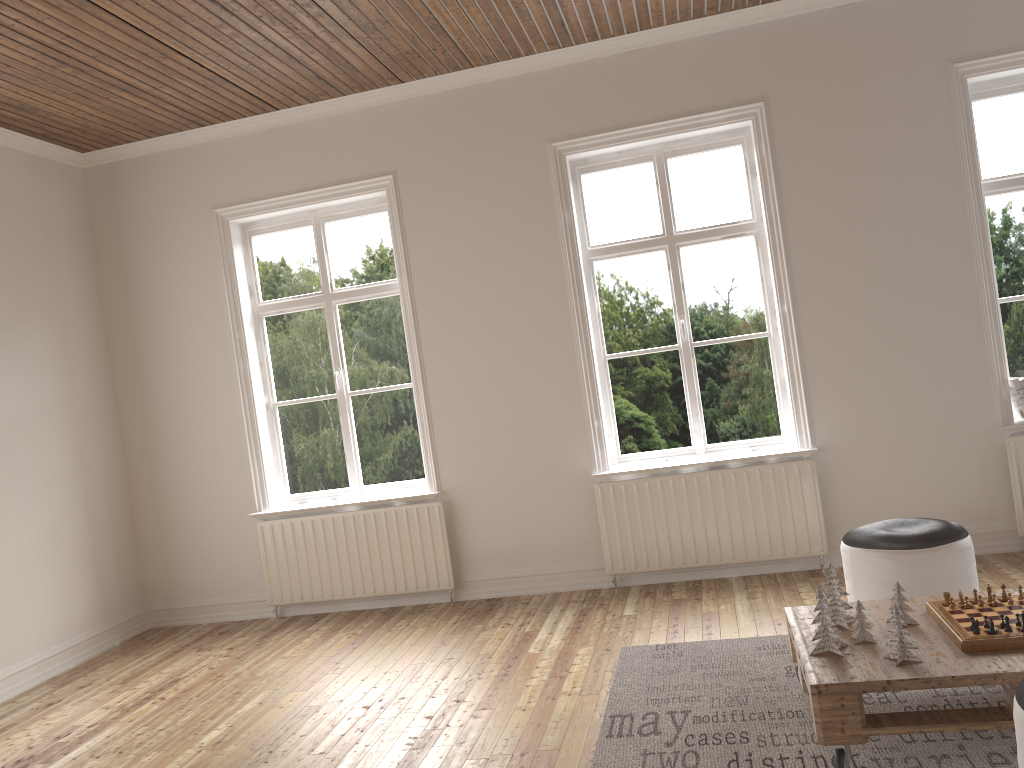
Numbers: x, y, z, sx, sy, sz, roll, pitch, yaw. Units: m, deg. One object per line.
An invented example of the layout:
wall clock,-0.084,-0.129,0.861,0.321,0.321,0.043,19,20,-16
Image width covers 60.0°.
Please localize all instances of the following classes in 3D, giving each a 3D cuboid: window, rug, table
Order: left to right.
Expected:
window,-1.122,-0.179,5.631,1.055,1.872,0.120,-8,0,12
window,0.979,-0.473,5.179,1.055,1.872,0.120,-8,0,12
rug,1.464,1.068,2.669,2.474,0.003,2.254,-8,0,12
table,1.522,0.909,2.772,1.189,0.300,0.821,-8,0,12
window,3.080,-0.767,4.727,1.055,1.872,0.120,-8,0,12

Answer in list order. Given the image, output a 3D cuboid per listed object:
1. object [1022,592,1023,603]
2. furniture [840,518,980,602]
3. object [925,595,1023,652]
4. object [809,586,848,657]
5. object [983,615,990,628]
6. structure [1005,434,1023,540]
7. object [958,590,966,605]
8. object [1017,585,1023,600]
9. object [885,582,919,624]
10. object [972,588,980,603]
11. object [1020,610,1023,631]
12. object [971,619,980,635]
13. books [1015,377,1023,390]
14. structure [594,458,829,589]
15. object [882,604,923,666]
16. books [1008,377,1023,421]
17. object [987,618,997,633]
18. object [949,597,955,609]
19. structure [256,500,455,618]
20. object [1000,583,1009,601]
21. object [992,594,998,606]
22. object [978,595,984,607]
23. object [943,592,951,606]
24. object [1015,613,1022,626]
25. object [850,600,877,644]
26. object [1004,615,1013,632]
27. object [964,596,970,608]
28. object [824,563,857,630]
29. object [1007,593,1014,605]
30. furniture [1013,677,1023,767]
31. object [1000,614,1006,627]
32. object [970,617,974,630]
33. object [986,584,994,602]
object,1.651,0.687,2.855,0.017,0.037,0.017,-8,0,31
furniture,1.685,0.813,3.761,0.518,0.430,0.518,-8,1,33
object,1.570,0.736,2.764,0.429,0.036,0.429,-8,0,12
object,0.976,0.729,2.769,0.106,0.208,0.107,-8,0,28
object,1.434,0.718,2.682,0.017,0.037,0.017,-8,0,31
structure,3.227,0.597,4.529,1.223,0.829,0.095,-8,0,12
object,1.488,0.706,2.938,0.026,0.044,0.026,-8,1,-33
object,1.662,0.680,2.899,0.022,0.047,0.022,-8,1,44
object,1.277,0.720,2.925,0.077,0.141,0.082,-8,0,-7
object,1.530,0.698,2.928,0.022,0.047,0.022,-8,1,44
object,1.511,0.697,2.617,0.025,0.058,0.025,-8,1,-33
object,1.383,0.724,2.644,0.019,0.040,0.019,-8,0,8
books,2.746,0.078,4.714,0.112,0.235,0.172,-8,0,12
structure,1.123,0.892,4.982,1.223,0.829,0.095,-8,0,12
object,1.138,0.729,2.608,0.085,0.166,0.085,-8,0,-2
books,2.706,0.081,4.734,0.093,0.239,0.172,-8,0,12
object,1.426,0.716,2.637,0.026,0.044,0.026,-8,1,-33
object,1.438,0.717,2.901,0.017,0.037,0.017,-8,0,31
structure,-0.942,1.181,5.426,1.223,0.829,0.085,-8,0,12
object,1.615,0.682,2.911,0.025,0.055,0.025,-8,1,44
object,1.565,0.699,2.876,0.017,0.037,0.017,-8,0,31
object,1.523,0.705,2.884,0.017,0.037,0.017,-8,0,31
object,1.446,0.713,2.946,0.019,0.040,0.019,-8,0,8
object,1.518,0.706,2.661,0.017,0.037,0.017,-8,0,31
object,1.106,0.749,2.818,0.072,0.132,0.076,-8,0,12
object,1.468,0.709,2.627,0.022,0.047,0.022,-8,0,-20
object,1.483,0.710,2.892,0.017,0.037,0.017,-8,0,31
object,1.092,0.709,3.000,0.108,0.213,0.109,-8,1,37
object,1.609,0.693,2.865,0.017,0.037,0.017,-8,0,31
furniture,1.410,0.865,1.950,0.518,0.430,0.518,-8,0,15
object,1.479,0.712,2.673,0.017,0.037,0.017,-8,0,31
object,1.396,0.724,2.688,0.017,0.037,0.017,-8,0,-7
object,1.571,0.687,2.919,0.025,0.058,0.025,-8,1,-33
